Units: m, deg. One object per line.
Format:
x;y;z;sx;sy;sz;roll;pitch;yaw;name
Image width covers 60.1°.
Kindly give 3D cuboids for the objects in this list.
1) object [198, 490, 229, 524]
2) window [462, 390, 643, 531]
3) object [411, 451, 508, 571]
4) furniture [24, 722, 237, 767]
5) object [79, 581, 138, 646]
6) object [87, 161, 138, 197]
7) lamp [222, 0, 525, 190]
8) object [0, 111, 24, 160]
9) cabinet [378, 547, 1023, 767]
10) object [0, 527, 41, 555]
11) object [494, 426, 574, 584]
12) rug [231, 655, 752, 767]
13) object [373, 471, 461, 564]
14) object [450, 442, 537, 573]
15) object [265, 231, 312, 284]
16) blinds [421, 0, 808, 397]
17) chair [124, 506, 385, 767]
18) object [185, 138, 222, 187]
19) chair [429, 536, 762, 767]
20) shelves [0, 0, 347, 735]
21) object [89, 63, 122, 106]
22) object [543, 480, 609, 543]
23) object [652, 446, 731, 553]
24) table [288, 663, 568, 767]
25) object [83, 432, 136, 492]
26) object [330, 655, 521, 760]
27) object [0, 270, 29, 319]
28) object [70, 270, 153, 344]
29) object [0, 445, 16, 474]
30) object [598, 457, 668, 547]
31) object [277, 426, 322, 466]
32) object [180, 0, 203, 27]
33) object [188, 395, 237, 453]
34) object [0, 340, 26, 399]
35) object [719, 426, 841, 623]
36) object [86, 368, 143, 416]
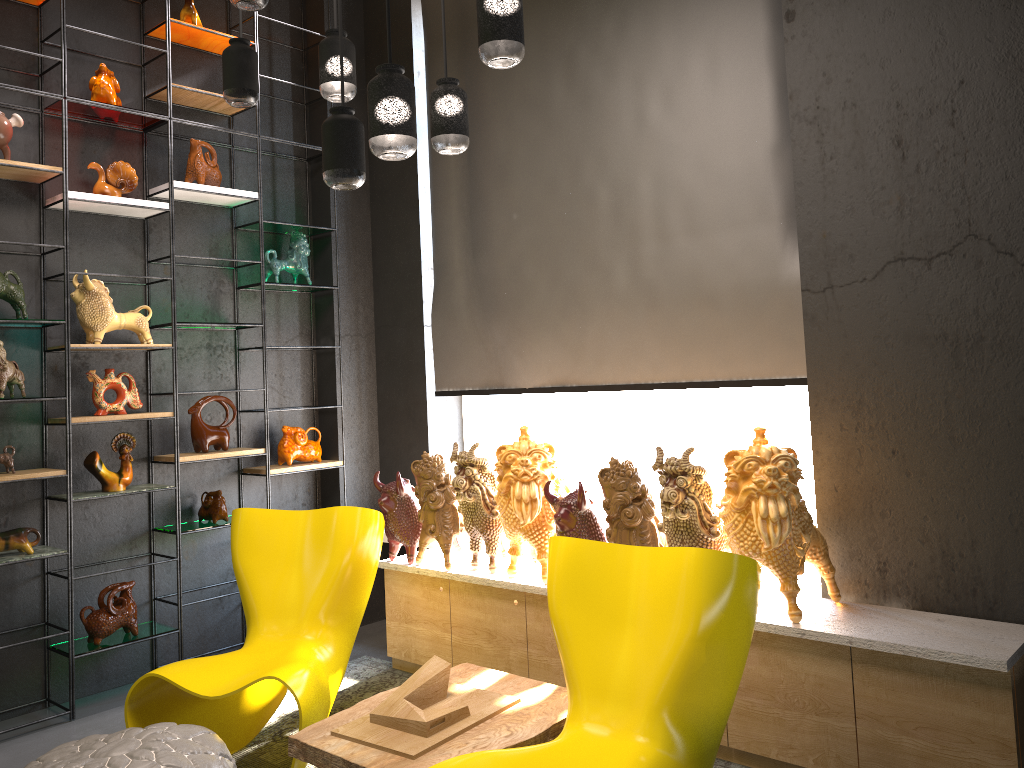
-1.534;0.622;4.524;0.210;0.169;0.105;-4;-3;41;object
0.532;-0.803;4.546;2.301;3.181;0.051;-5;-4;42;window
-0.245;0.579;4.195;0.475;0.548;0.248;-1;-3;-40;object
-1.137;1.227;2.529;0.677;0.384;0.679;-3;-1;42;furniture
-1.852;1.052;4.061;0.126;0.250;0.253;-5;-3;42;object
-1.917;-0.979;4.255;0.233;0.210;0.107;-2;-3;-31;object
-1.172;-1.674;1.809;2.676;2.282;2.835;-3;-1;-4;lamp
-2.274;-1.086;3.864;0.164;0.268;0.237;-3;-2;13;object
0.510;1.074;3.507;2.722;0.532;0.404;-2;-2;42;cabinet
-2.165;0.623;3.758;0.309;0.237;0.155;-1;-3;-45;object
0.126;0.501;3.810;0.469;0.657;0.306;0;-4;-43;object
-0.132;1.374;2.505;3.586;0.010;2.190;-2;0;42;rug
-0.458;0.628;4.320;0.463;0.442;0.218;-1;-3;-43;object
-0.102;0.546;4.029;0.270;0.582;0.429;-5;-3;35;object
-1.261;-0.712;4.968;0.151;0.333;0.289;-5;-3;34;object
-1.928;-0.791;5.721;3.525;3.320;12.672;-2;0;-28;blinds
-0.909;0.959;3.505;0.657;0.900;1.067;-3;-1;12;chair
-1.603;-1.130;4.617;0.126;0.250;0.253;-3;-2;12;object
0.277;0.911;2.439;0.656;0.900;1.069;-4;-2;37;chair
-2.082;-0.506;4.029;0.273;3.924;2.992;-6;-4;42;shelves
-1.983;-1.421;4.317;0.139;0.223;0.277;-2;-1;-18;object
0.340;0.595;3.610;0.463;0.442;0.218;-1;-3;-43;object
0.696;0.513;3.319;0.270;0.582;0.429;-5;-3;35;object
-0.201;1.225;2.854;0.692;0.310;0.829;-3;0;41;table
-1.870;0.366;4.142;0.123;0.271;0.227;-5;-3;42;object
-0.269;1.004;2.845;0.349;0.137;0.520;-3;0;37;object
-2.242;-0.449;3.814;0.255;0.358;0.167;0;-4;-43;object
-1.892;-0.351;4.186;0.369;0.353;0.174;-1;-3;-43;object
-2.224;0.290;3.782;0.096;0.211;0.183;-6;-4;44;object
0.553;0.546;3.485;0.475;0.548;0.248;-1;-3;-40;object
-1.177;0.335;4.922;0.138;0.223;0.278;-5;-3;42;object
-1.686;-1.971;4.668;0.097;0.291;0.289;-2;-2;-10;object
-1.543;0.204;4.530;0.114;0.291;0.249;-6;-3;42;object
-2.196;-0.075;3.789;0.131;0.281;0.207;-3;-2;0;object
0.924;0.468;3.100;0.469;0.657;0.306;0;-4;-43;object
-1.882;0.038;4.191;0.060;0.224;0.267;-6;-3;42;object
